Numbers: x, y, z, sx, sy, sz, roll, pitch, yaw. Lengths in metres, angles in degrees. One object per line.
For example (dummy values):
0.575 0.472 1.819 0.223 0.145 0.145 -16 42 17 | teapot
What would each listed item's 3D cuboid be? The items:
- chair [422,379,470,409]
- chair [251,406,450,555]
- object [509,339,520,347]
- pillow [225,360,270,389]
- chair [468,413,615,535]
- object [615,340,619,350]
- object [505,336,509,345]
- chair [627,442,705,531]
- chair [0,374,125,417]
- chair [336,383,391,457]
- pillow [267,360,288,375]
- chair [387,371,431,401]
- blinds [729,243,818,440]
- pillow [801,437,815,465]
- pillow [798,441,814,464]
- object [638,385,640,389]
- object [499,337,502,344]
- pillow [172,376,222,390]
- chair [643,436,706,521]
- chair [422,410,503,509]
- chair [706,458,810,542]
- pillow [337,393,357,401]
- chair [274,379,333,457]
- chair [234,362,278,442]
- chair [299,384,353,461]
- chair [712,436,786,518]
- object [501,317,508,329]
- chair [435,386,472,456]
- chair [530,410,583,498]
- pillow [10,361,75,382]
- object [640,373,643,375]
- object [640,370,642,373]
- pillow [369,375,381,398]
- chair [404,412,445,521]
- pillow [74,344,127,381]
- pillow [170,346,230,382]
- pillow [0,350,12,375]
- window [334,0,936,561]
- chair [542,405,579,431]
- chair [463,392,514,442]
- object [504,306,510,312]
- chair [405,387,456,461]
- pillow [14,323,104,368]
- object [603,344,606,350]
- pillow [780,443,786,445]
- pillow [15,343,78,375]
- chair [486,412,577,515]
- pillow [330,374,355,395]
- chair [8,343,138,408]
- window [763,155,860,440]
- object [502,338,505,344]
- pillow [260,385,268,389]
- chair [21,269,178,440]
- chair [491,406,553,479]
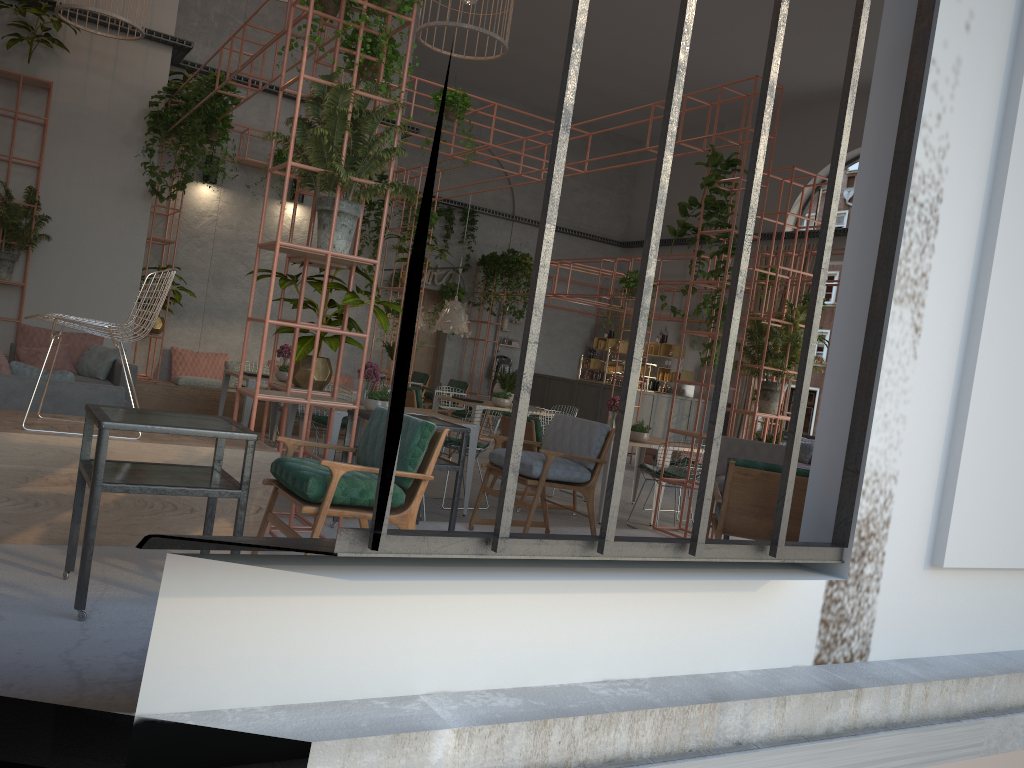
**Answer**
-1.294 0.360 16.877 0.685 0.930 0.722 8 2 -31 | chair
-0.807 0.579 4.331 0.685 0.929 0.722 8 2 -31 | chair
0.063 -0.958 20.711 0.219 0.149 0.129 8 2 -31 | object
-3.729 -0.109 12.521 0.666 0.385 0.289 7 2 -36 | pillow
0.219 0.678 6.305 0.685 0.929 0.722 8 2 -31 | chair
2.490 -0.888 20.726 0.137 0.261 0.137 9 2 5 | object
-0.114 -1.014 20.600 0.081 0.204 0.081 8 2 -31 | object
1.545 0.999 8.684 0.565 0.941 0.717 8 2 -15 | chair
-3.518 0.192 6.575 1.056 0.586 1.127 8 2 -31 | chair
-1.900 0.423 10.924 0.717 0.941 0.565 7 2 -35 | chair
-3.168 -0.082 12.829 0.839 0.474 0.276 8 2 -11 | pillow
-2.169 0.188 18.363 0.685 0.930 0.722 8 2 -31 | chair
5.851 -0.432 15.971 0.414 4.389 4.957 8 2 -30 | blinds
5.184 1.172 15.708 0.276 0.474 0.839 8 2 -31 | pillow
5.045 1.185 15.643 0.289 0.385 0.666 8 2 -31 | pillow
2.473 0.033 17.632 0.073 0.104 0.240 10 2 40 | object
-0.252 -1.013 20.533 0.055 0.164 0.092 8 2 -12 | object
-4.156 -0.013 11.813 0.637 0.149 0.491 8 2 -30 | pillow
1.922 1.019 9.996 0.717 0.941 0.565 7 2 -35 | chair
-0.519 0.694 8.579 0.717 0.941 0.565 7 2 -35 | chair
1.495 0.907 5.114 0.722 0.917 0.685 9 2 9 | chair
-2.399 0.220 12.874 0.637 0.149 0.491 8 2 -30 | pillow
-2.276 0.403 9.613 0.565 0.941 0.717 8 2 -15 | chair
-3.220 0.218 11.201 0.565 0.941 0.717 8 2 -30 | chair
-1.839 0.489 8.855 0.565 0.941 0.717 8 2 -30 | chair
1.893 0.916 6.981 0.722 0.914 0.685 9 2 9 | chair
-0.160 -1.440 20.519 0.136 0.336 0.145 8 2 -17 | object
-0.819 0.537 12.651 0.565 0.941 0.717 8 2 -30 | chair
0.601 0.814 10.273 0.565 0.941 0.717 8 2 -30 | chair
-3.375 0.025 6.442 0.499 0.324 0.307 9 2 4 | pillow
2.554 -0.211 17.595 0.152 0.058 0.095 7 2 -40 | object
2.500 -0.247 17.535 0.142 0.087 0.094 8 2 -23 | object
-2.320 0.012 14.078 0.276 0.474 0.839 7 2 -41 | pillow
-0.895 0.674 7.267 0.565 0.941 0.717 8 2 -15 | chair
-4.340 -0.232 9.263 0.495 0.349 0.308 9 2 19 | pillow
-4.279 -0.231 12.208 0.839 0.474 0.276 7 2 -41 | pillow
-3.742 -0.082 6.489 0.289 0.385 0.666 8 2 -31 | pillow
0.167 -2.166 2.831 4.126 5.544 0.089 8 2 -31 | window
0.502 0.741 12.374 0.717 0.941 0.565 7 2 -35 | chair
-0.400 0.535 15.359 0.685 0.929 0.722 8 2 -31 | chair
-0.117 -1.740 20.501 0.133 0.145 0.133 9 2 21 | object
-1.176 0.521 11.452 0.685 0.917 0.722 8 2 -31 | chair
-4.779 -0.347 9.368 0.836 0.476 0.273 8 2 -31 | pillow
2.236 -0.874 21.021 0.123 0.142 0.141 8 2 -31 | object
4.663 1.177 15.693 0.500 0.324 0.307 9 2 4 | pillow
-4.754 -0.269 9.079 0.441 0.317 0.479 10 2 40 | pillow
0.243 0.799 9.074 0.685 0.917 0.722 8 2 -31 | chair
-2.639 0.036 13.180 0.666 0.385 0.289 7 2 -36 | pillow
-4.530 0.015 9.082 1.127 0.672 1.052 8 2 -31 | chair
6.540 -1.584 16.108 0.089 5.538 4.127 8 2 -31 | window
-0.187 -0.997 20.549 0.063 0.151 0.063 7 2 -45 | object
-3.265 0.106 12.351 0.637 0.149 0.491 8 2 -30 | pillow
-2.257 -0.215 4.817 0.717 0.941 0.565 8 2 -22 | chair
0.125 0.722 11.063 0.565 0.941 0.717 8 2 -15 | chair
